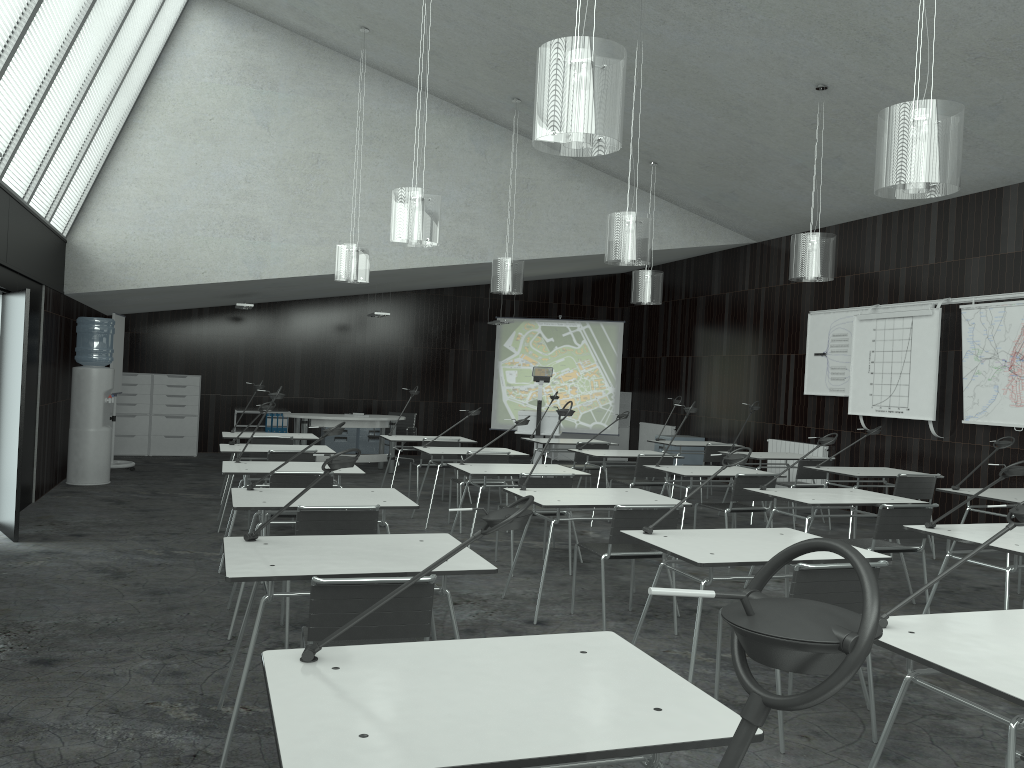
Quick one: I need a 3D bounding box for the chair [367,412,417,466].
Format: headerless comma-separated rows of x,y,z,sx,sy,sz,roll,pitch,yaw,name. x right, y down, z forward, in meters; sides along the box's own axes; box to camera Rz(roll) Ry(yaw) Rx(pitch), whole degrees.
-1.735,0.877,12.894,0.560,0.825,0.587,3,0,20,chair

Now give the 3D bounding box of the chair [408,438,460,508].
-0.790,0.973,8.979,0.428,0.765,0.555,3,0,-20,chair

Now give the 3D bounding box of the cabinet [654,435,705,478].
2.406,1.161,12.794,0.598,0.648,0.502,3,0,-19,cabinet

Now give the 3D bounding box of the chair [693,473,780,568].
1.698,1.103,6.714,0.428,0.765,0.555,3,0,-23,chair

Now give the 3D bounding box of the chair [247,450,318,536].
-1.820,0.937,7.026,0.428,0.765,0.555,2,0,-31,chair

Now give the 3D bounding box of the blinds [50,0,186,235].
-3.813,-3.116,8.712,1.106,2.982,0.889,3,0,-19,blinds

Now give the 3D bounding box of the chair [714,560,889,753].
1.117,1.097,3.464,0.428,0.765,0.555,3,0,-19,chair

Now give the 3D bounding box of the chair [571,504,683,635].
0.615,1.065,4.788,0.428,0.765,0.555,3,0,-19,chair

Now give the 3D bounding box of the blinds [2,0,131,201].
-3.184,-3.058,6.837,1.094,2.949,0.889,3,0,-19,blinds

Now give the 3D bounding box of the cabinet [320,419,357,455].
-2.677,0.919,13.684,0.502,0.648,0.598,3,0,-19,cabinet

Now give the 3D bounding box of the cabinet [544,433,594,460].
0.977,0.754,14.922,0.639,1.285,0.587,3,0,-19,cabinet

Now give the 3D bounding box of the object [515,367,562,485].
0.338,0.578,11.011,0.559,1.639,0.680,3,0,5,object

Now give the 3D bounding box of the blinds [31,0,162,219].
-3.496,-3.095,7.775,1.106,2.982,0.889,3,0,-19,blinds

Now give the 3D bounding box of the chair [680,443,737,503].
2.225,1.107,10.043,0.428,0.765,0.555,3,0,-21,chair

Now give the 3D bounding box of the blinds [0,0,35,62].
-2.550,-3.017,4.967,1.094,2.949,0.889,3,0,-19,blinds

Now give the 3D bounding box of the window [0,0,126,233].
-1.940,-3.009,3.083,1.144,3.101,12.775,3,0,-19,window

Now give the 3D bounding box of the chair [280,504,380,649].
-0.894,0.997,4.326,0.428,0.765,0.555,3,0,-20,chair

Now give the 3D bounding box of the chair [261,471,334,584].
-1.359,0.967,5.644,0.428,0.765,0.555,3,0,-15,chair

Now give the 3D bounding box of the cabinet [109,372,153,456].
-5.511,0.469,12.715,0.639,1.292,0.587,3,0,-19,cabinet

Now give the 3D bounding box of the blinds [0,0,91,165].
-2.867,-3.037,5.903,1.094,2.949,0.889,3,0,-19,blinds

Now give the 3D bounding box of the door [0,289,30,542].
-3.761,0.223,6.609,0.365,2.020,0.940,3,0,-19,door

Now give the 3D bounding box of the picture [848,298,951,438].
3.928,-0.187,9.004,0.254,1.508,1.191,3,0,-19,picture

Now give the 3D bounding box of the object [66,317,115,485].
-4.501,0.198,9.509,0.436,1.967,0.436,2,0,-29,object

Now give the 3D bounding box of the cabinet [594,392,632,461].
1.590,0.781,15.130,0.639,1.285,0.587,3,0,-19,cabinet

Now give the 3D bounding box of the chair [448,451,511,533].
-0.286,1.005,7.670,0.428,0.765,0.555,3,0,-19,chair

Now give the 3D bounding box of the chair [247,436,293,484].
-2.292,0.907,8.386,0.428,0.765,0.555,3,0,-17,chair

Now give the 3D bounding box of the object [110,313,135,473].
-4.783,0.115,10.658,0.553,2.091,0.560,3,0,35,object

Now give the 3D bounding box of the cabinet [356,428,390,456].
-2.190,0.941,13.849,0.502,0.648,0.598,3,0,-19,cabinet

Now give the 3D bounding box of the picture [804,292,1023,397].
4.127,-0.371,8.775,0.050,1.102,3.818,3,0,-19,picture

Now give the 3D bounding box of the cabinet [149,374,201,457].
-4.898,0.496,12.924,0.639,1.292,0.587,3,0,-19,cabinet

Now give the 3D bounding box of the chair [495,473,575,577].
0.153,1.035,6.123,0.428,0.765,0.555,3,0,-17,chair

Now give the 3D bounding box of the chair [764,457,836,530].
2.776,1.142,8.556,0.428,0.765,0.555,3,0,-20,chair

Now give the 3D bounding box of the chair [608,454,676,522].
1.194,1.071,8.143,0.428,0.765,0.555,3,0,-22,chair

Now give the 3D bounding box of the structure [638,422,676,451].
2.266,1.047,14.005,0.079,0.688,1.129,3,0,-19,structure

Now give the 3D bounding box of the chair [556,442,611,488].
0.749,1.042,9.401,0.428,0.765,0.555,3,0,-21,chair

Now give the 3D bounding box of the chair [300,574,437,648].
-0.496,1.025,2.932,0.428,0.765,0.555,3,0,-15,chair

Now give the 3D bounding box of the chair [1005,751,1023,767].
1.543,1.125,2.102,0.428,0.765,0.555,3,0,-18,chair

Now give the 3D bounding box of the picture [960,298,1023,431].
4.410,-0.216,7.712,0.163,1.342,1.211,3,0,-19,picture

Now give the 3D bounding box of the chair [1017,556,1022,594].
3.697,1.202,5.788,0.428,0.765,0.555,3,0,-20,chair

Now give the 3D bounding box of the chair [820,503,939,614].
2.177,1.134,5.281,0.428,0.765,0.555,3,0,-19,chair

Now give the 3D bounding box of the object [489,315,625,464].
0.695,0.094,13.949,2.051,2.602,0.673,3,0,6,object

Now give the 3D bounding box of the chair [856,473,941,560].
3.158,1.168,7.280,0.428,0.765,0.555,3,0,-16,chair
